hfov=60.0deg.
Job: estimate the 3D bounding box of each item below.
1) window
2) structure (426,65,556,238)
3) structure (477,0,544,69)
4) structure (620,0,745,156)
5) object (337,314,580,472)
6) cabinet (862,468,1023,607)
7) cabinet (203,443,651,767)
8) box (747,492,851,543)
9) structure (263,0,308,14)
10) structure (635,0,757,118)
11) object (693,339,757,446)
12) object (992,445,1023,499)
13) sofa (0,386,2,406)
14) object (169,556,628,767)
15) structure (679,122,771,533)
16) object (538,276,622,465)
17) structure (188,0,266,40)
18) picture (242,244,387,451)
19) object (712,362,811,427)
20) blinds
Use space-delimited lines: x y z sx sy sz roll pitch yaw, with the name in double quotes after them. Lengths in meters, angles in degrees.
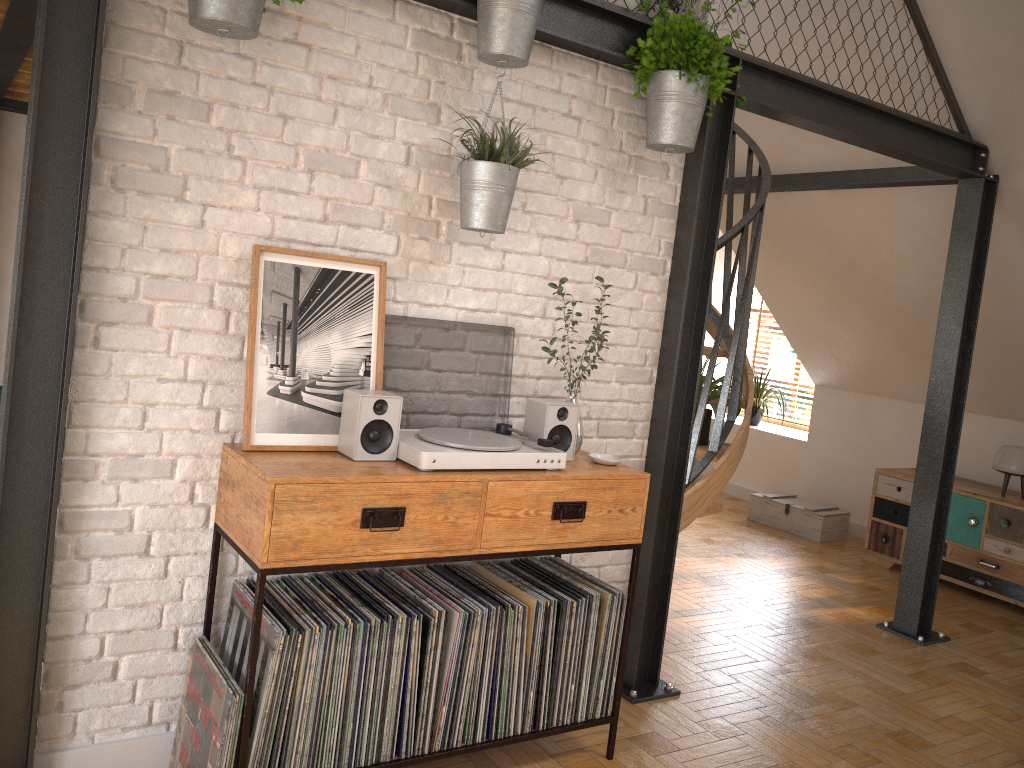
0.878 -0.947 3.080 8.617 4.455 7.818 4 6 -34 "window"
-0.086 -0.725 2.757 0.359 0.533 0.386 5 4 -24 "structure"
-0.021 -1.276 2.712 0.349 0.606 0.384 8 4 19 "structure"
0.603 -1.132 3.125 0.437 0.651 0.424 7 4 -4 "structure"
-0.130 0.024 2.758 0.786 0.413 0.416 4 5 -34 "object"
3.121 1.026 5.432 0.595 0.632 1.766 4 6 -34 "cabinet"
-0.240 0.709 2.726 1.263 0.961 0.458 4 5 -34 "cabinet"
2.167 0.995 6.731 0.375 0.218 0.644 3 6 -39 "box"
-0.717 -1.830 2.349 2.124 1.675 0.433 4 4 -33 "structure"
0.694 -1.909 3.286 1.303 1.866 0.460 4 4 -37 "structure"
0.887 -0.010 4.314 0.459 0.590 0.527 11 6 44 "object"
3.101 0.544 5.476 0.240 0.312 0.242 5 4 -24 "object"
-2.086 0.310 5.488 1.970 0.781 0.828 4 5 -34 "sofa"
-0.306 0.897 2.724 1.311 0.573 0.406 4 5 -34 "object"
0.497 -0.804 4.715 1.625 3.809 2.257 6 4 -19 "structure"
0.235 -0.060 3.014 0.295 0.619 0.291 6 4 -19 "object"
-0.700 -1.208 2.257 0.437 0.651 0.424 7 4 -4 "structure"
-0.569 -0.096 2.601 0.410 0.575 0.127 4 4 -34 "picture"
2.194 0.076 7.923 1.016 0.582 0.925 6 5 -16 "object"
2.555 -0.410 8.058 0.069 1.481 1.436 5 5 -34 "blinds"
